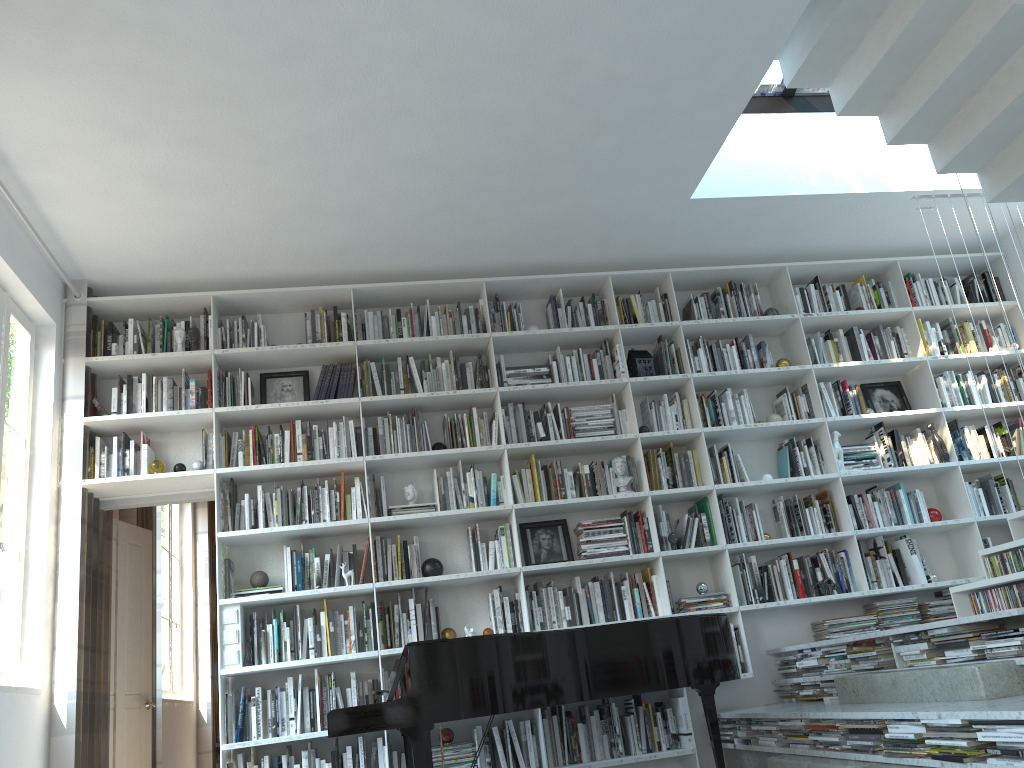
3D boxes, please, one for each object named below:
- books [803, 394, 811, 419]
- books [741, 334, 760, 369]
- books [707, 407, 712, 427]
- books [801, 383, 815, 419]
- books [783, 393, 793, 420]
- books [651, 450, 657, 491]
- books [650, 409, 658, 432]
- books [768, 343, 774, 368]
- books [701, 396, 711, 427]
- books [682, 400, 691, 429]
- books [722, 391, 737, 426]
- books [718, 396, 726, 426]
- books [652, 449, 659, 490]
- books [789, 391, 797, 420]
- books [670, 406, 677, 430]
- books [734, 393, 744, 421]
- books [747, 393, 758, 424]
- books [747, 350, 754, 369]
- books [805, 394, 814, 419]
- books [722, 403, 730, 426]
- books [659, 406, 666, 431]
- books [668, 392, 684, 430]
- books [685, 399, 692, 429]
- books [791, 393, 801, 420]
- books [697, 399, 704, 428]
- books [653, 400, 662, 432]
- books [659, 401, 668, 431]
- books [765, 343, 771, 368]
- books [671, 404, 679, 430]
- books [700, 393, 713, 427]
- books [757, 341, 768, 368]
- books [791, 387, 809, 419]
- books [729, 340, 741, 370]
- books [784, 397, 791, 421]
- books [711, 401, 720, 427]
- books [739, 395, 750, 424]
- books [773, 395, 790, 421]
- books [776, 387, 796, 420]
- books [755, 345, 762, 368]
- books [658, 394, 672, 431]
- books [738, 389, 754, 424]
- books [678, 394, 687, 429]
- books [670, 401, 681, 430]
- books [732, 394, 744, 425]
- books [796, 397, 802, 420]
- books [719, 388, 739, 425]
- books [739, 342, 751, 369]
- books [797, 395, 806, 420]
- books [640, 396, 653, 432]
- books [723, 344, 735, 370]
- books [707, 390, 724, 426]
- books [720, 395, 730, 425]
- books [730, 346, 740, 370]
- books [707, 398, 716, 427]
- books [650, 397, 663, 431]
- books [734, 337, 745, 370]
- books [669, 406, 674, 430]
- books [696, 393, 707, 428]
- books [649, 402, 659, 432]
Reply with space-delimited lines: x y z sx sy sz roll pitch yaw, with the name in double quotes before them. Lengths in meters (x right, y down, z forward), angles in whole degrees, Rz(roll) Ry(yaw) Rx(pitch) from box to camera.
"books" 1.932 0.193 5.916 0.013 0.203 0.174 -4 -19 -10
"books" 1.603 -0.169 5.991 0.029 0.284 0.184 -4 -19 -10
"books" 1.265 0.259 5.808 0.021 0.178 0.137 -4 -19 -10
"books" 1.961 0.156 5.932 0.005 0.277 0.183 -4 -19 -10
"books" 1.819 0.194 5.917 0.012 0.231 0.154 -4 -19 -10
"books" 0.880 0.580 5.632 0.035 0.292 0.145 -4 -19 -10
"books" 0.898 0.277 5.726 0.028 0.185 0.182 -4 -19 -10
"books" 1.731 -0.142 6.033 0.026 0.228 0.141 -4 -19 -10
"books" 1.246 0.223 5.804 0.014 0.247 0.177 -4 -19 -10
"books" 1.111 0.239 5.766 0.028 0.229 0.177 -4 -19 -10
"books" 1.412 0.200 5.825 0.030 0.262 0.183 -4 -19 -10
"books" 1.351 0.220 5.819 0.022 0.236 0.165 -4 -19 -10
"books" 0.895 0.574 5.620 0.035 0.292 0.145 -4 -19 -10
"books" 1.846 0.186 5.923 0.016 0.243 0.152 -4 -19 -10
"books" 1.024 0.264 5.753 0.027 0.196 0.185 -4 -19 -10
"books" 1.485 0.206 5.868 0.024 0.261 0.134 -4 -19 -10
"books" 1.568 0.203 5.879 0.034 0.253 0.161 -4 -19 -10
"books" 1.580 -0.114 5.981 0.027 0.181 0.177 -4 -19 -10
"books" 1.956 0.192 5.925 0.012 0.205 0.170 -4 -19 -10
"books" 1.375 0.242 5.824 0.025 0.193 0.171 -4 -19 -10
"books" 0.955 0.268 5.755 0.023 0.206 0.171 -4 -19 -10
"books" 1.072 0.217 5.788 0.028 0.292 0.155 -4 -19 -10
"books" 1.127 0.239 5.785 0.026 0.237 0.173 -4 -19 -10
"books" 1.874 0.192 5.927 0.016 0.227 0.161 -4 -19 -10
"books" 1.208 0.236 5.816 0.030 0.241 0.139 -4 -19 -10
"books" 0.927 0.250 5.757 0.028 0.249 0.165 -4 -19 -10
"books" 0.969 0.251 5.758 0.023 0.235 0.179 -4 -19 -10
"books" 1.698 -0.140 6.008 0.048 0.216 0.183 -4 -19 -10
"books" 1.043 0.256 5.760 0.029 0.210 0.158 -4 -19 -10
"books" 1.274 0.214 5.843 0.014 0.283 0.136 -4 -19 -10
"books" 1.676 -0.150 5.998 0.054 0.234 0.172 -4 -19 -10
"books" 1.915 0.170 5.923 0.016 0.256 0.176 -4 -19 -10
"books" 1.495 -0.147 5.982 0.012 0.263 0.157 -4 -19 -10
"books" 1.812 0.208 5.913 0.005 0.204 0.154 -4 -19 -10
"books" 1.312 0.237 5.821 0.026 0.215 0.162 -4 -19 -10
"books" 1.511 0.213 5.854 0.021 0.231 0.183 -4 -19 -10
"books" 1.800 0.203 5.917 0.015 0.219 0.140 -4 -19 -10
"books" 1.831 0.172 5.914 0.015 0.266 0.164 -4 -19 -10
"books" 1.634 -0.133 5.998 0.030 0.212 0.157 -4 -19 -10
"books" 0.986 0.224 5.747 0.028 0.274 0.187 -4 -19 -10
"books" 1.532 0.189 5.853 0.024 0.271 0.170 -4 -19 -10
"books" 1.089 0.223 5.786 0.025 0.276 0.173 -4 -19 -10
"books" 1.059 0.246 5.773 0.024 0.233 0.150 -4 -19 -10
"books" 1.464 0.209 5.842 0.025 0.244 0.184 -4 -19 -10
"books" 1.889 0.203 5.931 0.012 0.205 0.138 -4 -19 -10
"books" 1.434 0.192 5.859 0.027 0.294 0.160 -4 -19 -10
"books" 1.549 -0.140 5.981 0.030 0.237 0.186 -4 -19 -10
"books" 1.903 0.200 5.921 0.013 0.201 0.174 -4 -19 -10
"books" 0.876 0.238 5.760 0.018 0.284 0.160 -4 -19 -10
"books" 1.448 -0.131 5.968 0.023 0.236 0.150 -4 -19 -10
"books" 1.331 0.199 5.817 0.014 0.279 0.178 -4 -19 -10
"books" 1.388 0.213 5.843 0.011 0.256 0.132 -4 -19 -10
"books" 1.473 -0.125 5.953 0.021 0.208 0.181 -4 -19 -10
"books" 1.293 0.228 5.819 0.013 0.235 0.158 -4 -19 -10
"books" 0.940 0.237 5.765 0.019 0.274 0.146 -4 -19 -10
"books" 1.522 -0.154 6.002 0.012 0.284 0.160 -4 -19 -10
"books" 1.006 0.265 5.747 0.024 0.194 0.173 -4 -19 -10
"books" 1.227 0.216 5.822 0.014 0.277 0.154 -4 -19 -10
"books" 0.910 0.256 5.758 0.024 0.241 0.160 -4 -19 -10
